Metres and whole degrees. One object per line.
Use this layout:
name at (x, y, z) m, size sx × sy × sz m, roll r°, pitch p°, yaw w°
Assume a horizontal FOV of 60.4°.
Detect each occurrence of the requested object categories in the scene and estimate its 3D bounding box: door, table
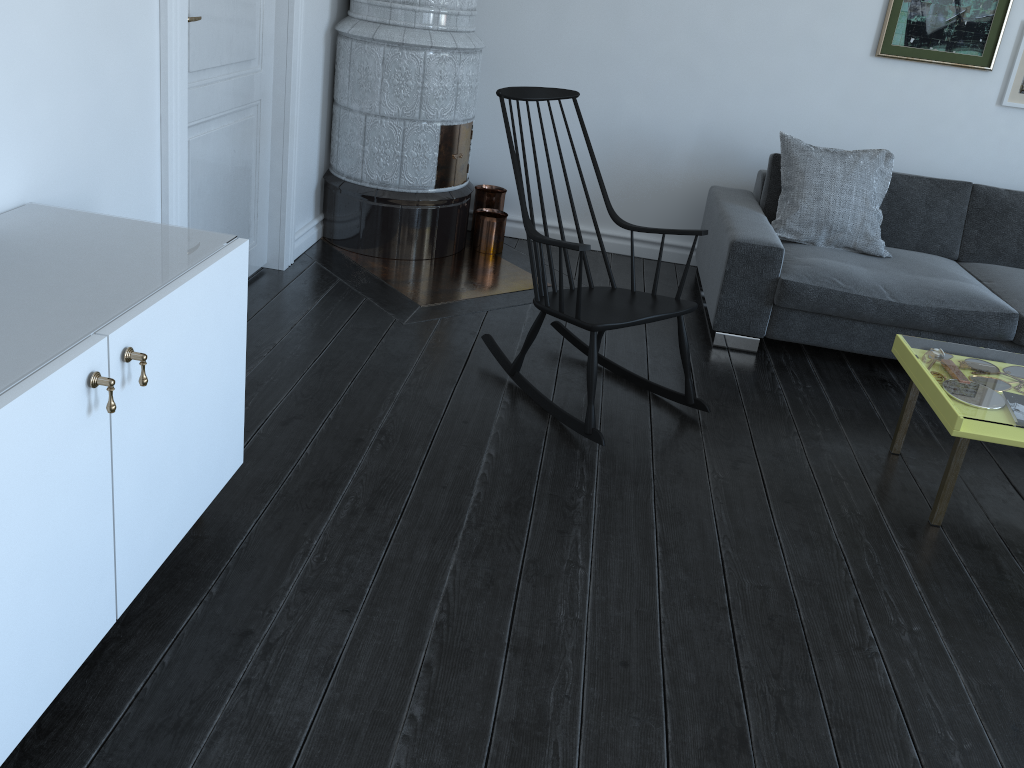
door at (-0.985, -1.426, 3.119) m, size 0.116 × 2.381 × 1.214 m, roll 9°, pitch 21°, yaw 3°
table at (1.939, 0.254, 2.737) m, size 1.402 × 0.384 × 0.624 m, roll 10°, pitch 24°, yaw 4°

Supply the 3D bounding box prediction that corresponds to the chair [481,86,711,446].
chair at (0.274, -0.459, 3.093) m, size 0.618 × 0.967 × 0.934 m, roll -10°, pitch 28°, yaw -37°

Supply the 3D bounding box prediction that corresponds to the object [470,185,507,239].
object at (-0.130, -0.915, 4.747) m, size 0.173 × 0.270 × 0.182 m, roll 9°, pitch 22°, yaw 4°

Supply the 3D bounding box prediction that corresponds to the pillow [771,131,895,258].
pillow at (2.211, -0.743, 4.010) m, size 2.061 × 0.474 × 0.496 m, roll 12°, pitch 23°, yaw 9°

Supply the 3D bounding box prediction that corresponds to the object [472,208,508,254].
object at (-0.117, -0.795, 4.589) m, size 0.174 × 0.192 × 0.179 m, roll 6°, pitch 23°, yaw -5°

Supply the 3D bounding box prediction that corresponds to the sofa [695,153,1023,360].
sofa at (2.103, -0.496, 3.994) m, size 2.375 × 0.696 × 1.128 m, roll 10°, pitch 24°, yaw 4°

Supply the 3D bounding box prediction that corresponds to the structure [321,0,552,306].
structure at (-0.290, -1.965, 3.974) m, size 0.785 × 2.780 × 1.308 m, roll -9°, pitch 27°, yaw -37°

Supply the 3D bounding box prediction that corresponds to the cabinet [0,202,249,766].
cabinet at (-0.990, 0.199, 1.658) m, size 0.590 × 0.707 × 1.249 m, roll 9°, pitch 24°, yaw 4°
